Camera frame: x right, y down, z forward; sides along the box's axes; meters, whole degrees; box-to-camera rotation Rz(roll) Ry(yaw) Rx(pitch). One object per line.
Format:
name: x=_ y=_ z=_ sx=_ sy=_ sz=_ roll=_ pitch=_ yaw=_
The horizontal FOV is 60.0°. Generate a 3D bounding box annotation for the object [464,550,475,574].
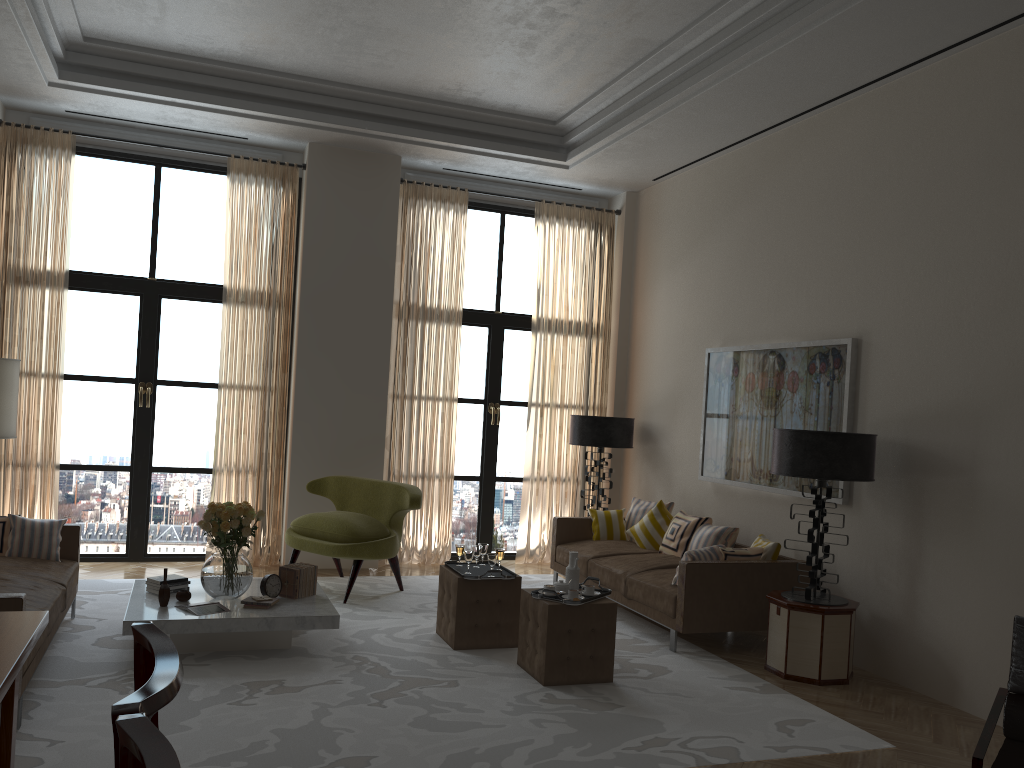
object: x=-0.373 y=1.536 z=7.626 sx=0.098 sy=0.192 sz=0.098 roll=3 pitch=0 yaw=6

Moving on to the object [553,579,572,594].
object: x=0.389 y=1.601 z=7.037 sx=0.176 sy=0.105 sz=0.136 roll=4 pitch=-1 yaw=-24

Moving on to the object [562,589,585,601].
object: x=0.471 y=1.617 z=6.807 sx=0.176 sy=0.067 sz=0.176 roll=4 pitch=-1 yaw=-18

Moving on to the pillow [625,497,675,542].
pillow: x=1.573 y=1.643 z=10.439 sx=0.356 sy=0.576 sz=0.623 roll=4 pitch=-1 yaw=-41

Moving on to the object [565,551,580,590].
object: x=0.490 y=1.511 z=7.166 sx=0.113 sy=0.305 sz=0.125 roll=3 pitch=0 yaw=17

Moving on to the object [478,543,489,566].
object: x=-0.265 y=1.554 z=8.073 sx=0.098 sy=0.192 sz=0.098 roll=3 pitch=0 yaw=27

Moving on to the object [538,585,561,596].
object: x=0.294 y=1.597 z=6.875 sx=0.176 sy=0.067 sz=0.176 roll=5 pitch=-2 yaw=-44

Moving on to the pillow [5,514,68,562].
pillow: x=-4.031 y=1.321 z=7.500 sx=0.498 sy=0.428 sz=0.326 roll=4 pitch=-1 yaw=-32

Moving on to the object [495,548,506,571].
object: x=-0.110 y=1.557 z=7.856 sx=0.098 sy=0.192 sz=0.098 roll=3 pitch=0 yaw=6

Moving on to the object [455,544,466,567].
object: x=-0.469 y=1.539 z=7.960 sx=0.098 sy=0.192 sz=0.098 roll=3 pitch=0 yaw=-37

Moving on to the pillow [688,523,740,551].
pillow: x=2.035 y=1.723 z=9.177 sx=0.371 sy=0.565 sz=0.659 roll=3 pitch=-1 yaw=-25

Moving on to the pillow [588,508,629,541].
pillow: x=1.146 y=1.680 z=10.443 sx=0.482 sy=0.433 sz=0.318 roll=3 pitch=0 yaw=-10

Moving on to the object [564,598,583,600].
object: x=0.472 y=1.637 z=6.740 sx=0.187 sy=0.015 sz=0.041 roll=4 pitch=-2 yaw=-34

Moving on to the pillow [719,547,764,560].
pillow: x=2.043 y=1.694 z=8.160 sx=0.465 sy=0.412 sz=0.303 roll=4 pitch=-1 yaw=-22

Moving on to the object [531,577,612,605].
object: x=0.473 y=1.616 z=6.979 sx=0.440 sy=0.101 sz=0.721 roll=2 pitch=-2 yaw=34

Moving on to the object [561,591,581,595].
object: x=0.452 y=1.628 z=6.905 sx=0.186 sy=0.026 sz=0.041 roll=4 pitch=-1 yaw=-12

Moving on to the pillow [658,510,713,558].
pillow: x=1.852 y=1.657 z=9.514 sx=0.404 sy=0.547 sz=0.617 roll=3 pitch=-1 yaw=-17

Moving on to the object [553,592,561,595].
object: x=0.346 y=1.618 z=6.837 sx=0.052 sy=0.027 sz=0.080 roll=3 pitch=-1 yaw=27

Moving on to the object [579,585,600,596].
object: x=0.614 y=1.633 z=7.021 sx=0.176 sy=0.067 sz=0.176 roll=4 pitch=-1 yaw=-21

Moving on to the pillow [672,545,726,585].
pillow: x=1.688 y=1.667 z=8.068 sx=0.498 sy=0.428 sz=0.326 roll=4 pitch=-1 yaw=-32

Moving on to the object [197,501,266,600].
object: x=-2.340 y=1.390 z=7.404 sx=0.540 sy=0.821 sz=0.626 roll=3 pitch=-1 yaw=-24

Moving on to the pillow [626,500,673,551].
pillow: x=1.636 y=1.620 z=10.039 sx=0.766 sy=0.617 sz=0.356 roll=3 pitch=0 yaw=24

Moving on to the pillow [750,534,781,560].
pillow: x=2.328 y=1.684 z=8.358 sx=0.296 sy=0.476 sz=0.515 roll=3 pitch=-1 yaw=1

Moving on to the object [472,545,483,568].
object: x=-0.314 y=1.548 z=7.939 sx=0.098 sy=0.192 sz=0.098 roll=3 pitch=0 yaw=-20

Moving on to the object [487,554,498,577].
object: x=-0.171 y=1.545 z=7.534 sx=0.098 sy=0.192 sz=0.098 roll=3 pitch=0 yaw=-20

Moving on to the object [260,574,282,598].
object: x=-2.027 y=1.705 z=7.470 sx=0.082 sy=0.209 sz=0.205 roll=3 pitch=-1 yaw=31

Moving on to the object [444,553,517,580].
object: x=-0.284 y=1.605 z=7.798 sx=0.491 sy=0.092 sz=0.802 roll=4 pitch=-2 yaw=-20

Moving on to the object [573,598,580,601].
object: x=0.488 y=1.636 z=6.708 sx=0.053 sy=0.026 sz=0.049 roll=4 pitch=-1 yaw=-18

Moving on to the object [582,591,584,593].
object: x=0.572 y=1.654 z=7.074 sx=0.041 sy=0.015 sz=0.187 roll=3 pitch=-2 yaw=21

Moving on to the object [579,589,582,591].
object: x=0.541 y=1.651 z=7.091 sx=0.049 sy=0.026 sz=0.053 roll=2 pitch=-1 yaw=37

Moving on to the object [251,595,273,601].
object: x=-2.036 y=1.745 z=7.223 sx=0.139 sy=0.019 sz=0.137 roll=4 pitch=-2 yaw=-36
